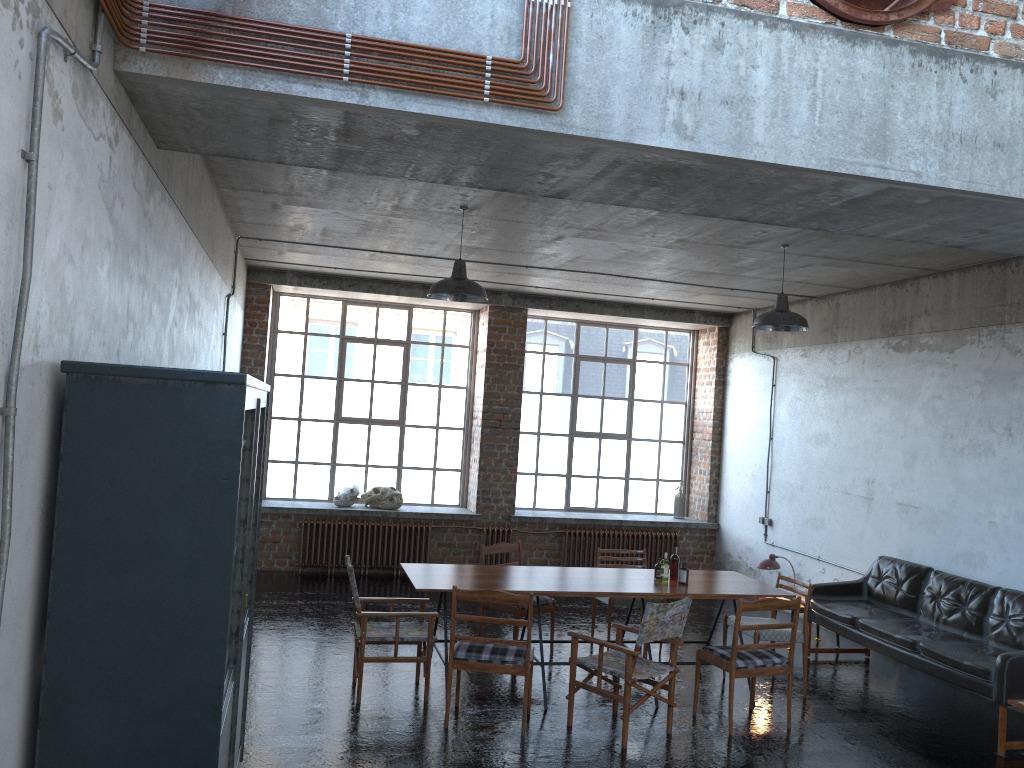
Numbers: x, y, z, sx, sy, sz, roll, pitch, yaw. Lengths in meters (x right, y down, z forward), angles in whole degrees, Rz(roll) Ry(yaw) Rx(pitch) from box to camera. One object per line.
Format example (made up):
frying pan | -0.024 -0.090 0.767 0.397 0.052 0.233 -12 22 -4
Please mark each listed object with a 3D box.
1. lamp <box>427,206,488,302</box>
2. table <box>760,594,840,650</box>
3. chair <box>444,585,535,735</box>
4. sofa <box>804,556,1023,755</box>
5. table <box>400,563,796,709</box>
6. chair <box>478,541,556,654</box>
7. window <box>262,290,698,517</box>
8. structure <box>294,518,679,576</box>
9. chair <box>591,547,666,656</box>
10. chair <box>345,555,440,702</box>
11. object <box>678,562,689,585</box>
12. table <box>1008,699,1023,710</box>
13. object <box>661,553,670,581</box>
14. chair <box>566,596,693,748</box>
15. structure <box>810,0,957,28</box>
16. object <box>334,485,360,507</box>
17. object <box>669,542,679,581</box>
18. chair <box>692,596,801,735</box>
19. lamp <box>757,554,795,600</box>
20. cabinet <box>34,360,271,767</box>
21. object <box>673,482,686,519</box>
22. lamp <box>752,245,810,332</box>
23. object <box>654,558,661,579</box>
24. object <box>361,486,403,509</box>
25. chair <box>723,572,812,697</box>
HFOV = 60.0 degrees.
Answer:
lamp | -0.418 -1.150 7.311 0.502 0.891 0.502 4 -2 -9
table | 3.096 2.515 9.346 0.811 0.458 0.649 4 -2 -13
chair | -0.141 1.954 6.419 0.573 1.028 0.509 3 -2 6
sofa | 3.642 2.188 7.708 0.929 1.045 2.610 4 -2 -13
table | 0.652 2.080 7.368 3.112 0.917 1.067 4 -2 -13
chair | 0.048 2.031 8.283 0.509 1.028 0.573 2 -3 41
window | 3.638 2.321 14.185 19.864 12.900 0.747 4 -2 -13
structure | -0.197 2.280 12.073 5.349 0.713 0.232 4 -2 -13
chair | 1.130 2.132 8.706 0.589 0.971 0.577 4 -2 -14
chair | -0.970 1.905 6.945 0.713 1.031 0.574 4 -2 -13
object | 1.439 1.582 7.434 0.051 0.180 0.097 5 -3 -42
table | 3.907 2.449 5.947 0.811 0.458 0.649 4 -2 -13
object | 1.295 1.545 7.489 0.070 0.235 0.041 4 -2 -14
chair | 0.838 2.003 6.395 0.574 1.031 0.713 6 -3 -43
structure | 1.680 -2.255 4.297 1.058 1.096 0.808 4 -2 -13
object | -2.241 1.522 12.040 0.281 0.281 0.575 3 -2 13
object | 1.386 1.510 7.553 0.075 0.324 0.075 3 -2 12
chair | 1.781 2.089 6.755 0.573 1.028 0.509 5 -2 -24
lamp | 2.780 2.021 9.263 0.496 0.492 0.220 4 -2 -21
cabinet | -1.500 1.112 3.988 0.572 2.297 2.386 4 -2 -13
object | 2.502 1.732 13.209 0.172 0.551 0.172 3 -2 31
lamp | 2.443 -0.942 7.989 0.502 0.891 0.502 4 -2 -9
object | 1.260 1.582 7.599 0.077 0.173 0.077 5 -2 -28
object | -1.790 1.541 12.082 0.418 0.305 0.625 5 -3 -39
chair | 2.227 2.168 7.714 0.577 0.971 0.589 4 -2 -14
